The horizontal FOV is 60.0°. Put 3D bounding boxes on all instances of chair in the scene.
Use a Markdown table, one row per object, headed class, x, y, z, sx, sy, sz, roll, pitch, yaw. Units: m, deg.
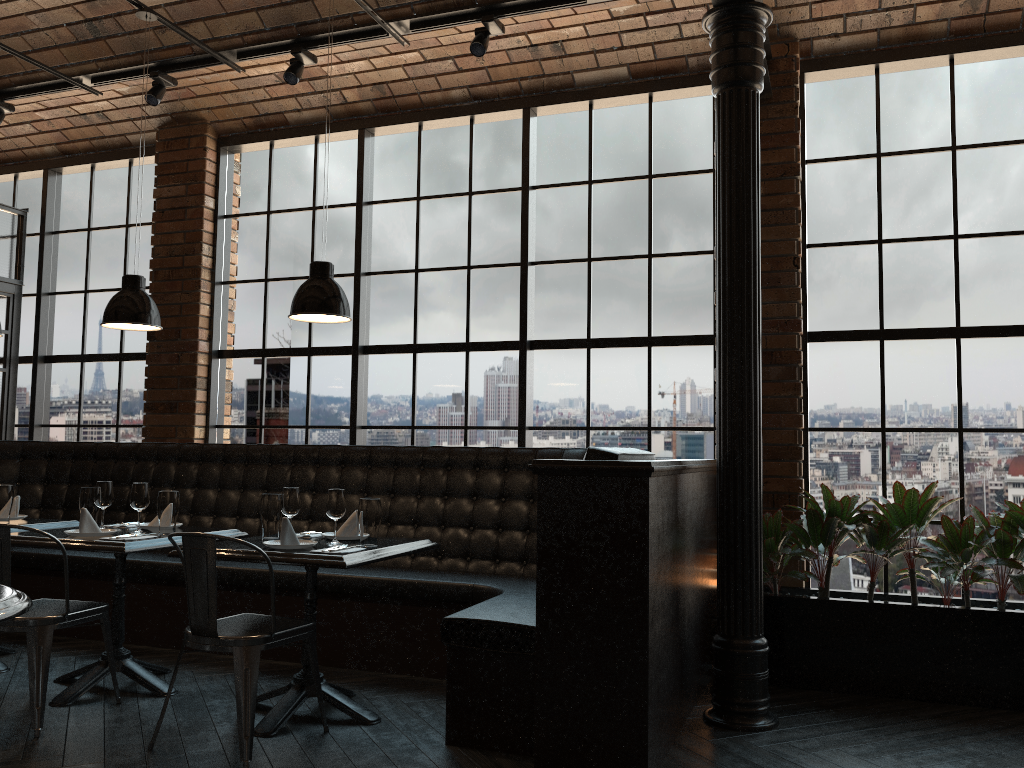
| class | x | y | z | sx | sy | sz | roll | pitch | yaw |
| --- | --- | --- | --- | --- | --- | --- | --- | --- | --- |
| chair | -2.092 | 1.024 | 3.911 | 0.504 | 0.857 | 0.558 | 0 | -5 | 15 |
| chair | -1.094 | 1.015 | 3.604 | 0.504 | 0.857 | 0.558 | -1 | -5 | 25 |

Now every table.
| class | x | y | z | sx | sy | sz | roll | pitch | yaw |
| --- | --- | --- | --- | --- | --- | --- | --- | --- | --- |
| table | -1.947 | 1.112 | 4.385 | 0.872 | 0.758 | 0.872 | -1 | -5 | 20 |
| table | -0.912 | 1.098 | 4.004 | 0.872 | 0.758 | 0.872 | -1 | -5 | 20 |
| table | -1.783 | 0.960 | 2.354 | 0.866 | 0.758 | 0.866 | 2 | -5 | -16 |
| table | -2.970 | 1.126 | 4.762 | 0.872 | 0.758 | 0.872 | -1 | -5 | 20 |

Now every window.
| class | x | y | z | sx | sy | sz | roll | pitch | yaw |
| --- | --- | --- | --- | --- | --- | --- | --- | --- | --- |
| window | -2.428 | -0.219 | 6.697 | 16.179 | 3.253 | 0.168 | -1 | -5 | 20 |

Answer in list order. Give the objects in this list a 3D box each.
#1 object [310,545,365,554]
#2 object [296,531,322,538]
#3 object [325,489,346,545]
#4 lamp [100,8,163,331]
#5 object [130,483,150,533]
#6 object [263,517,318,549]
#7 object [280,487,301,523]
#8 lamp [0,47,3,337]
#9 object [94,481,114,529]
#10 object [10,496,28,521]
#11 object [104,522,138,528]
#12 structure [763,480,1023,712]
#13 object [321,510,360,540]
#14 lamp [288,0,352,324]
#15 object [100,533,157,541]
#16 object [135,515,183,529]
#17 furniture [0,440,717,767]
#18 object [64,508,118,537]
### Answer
| class | x | y | z | sx | sy | sz | roll | pitch | yaw |
| --- | --- | --- | --- | --- | --- | --- | --- | --- | --- |
| object | -0.719 | 0.692 | 3.731 | 0.157 | 0.019 | 0.255 | -1 | -5 | 21 |
| object | -1.008 | 0.732 | 4.321 | 0.157 | 0.019 | 0.255 | -1 | -5 | 21 |
| object | -0.793 | 0.596 | 3.987 | 0.092 | 0.244 | 0.092 | 2 | -5 | -19 |
| lamp | -1.908 | -1.109 | 4.541 | 0.291 | 1.653 | 0.291 | 5 | -6 | -45 |
| object | -1.836 | 0.610 | 4.372 | 0.092 | 0.244 | 0.092 | 2 | -5 | -19 |
| object | -0.956 | 0.641 | 3.835 | 0.232 | 0.139 | 0.232 | -1 | -5 | 17 |
| object | -1.026 | 0.602 | 4.109 | 0.092 | 0.244 | 0.092 | 2 | -5 | -19 |
| lamp | -2.943 | -1.095 | 4.922 | 0.291 | 1.653 | 0.291 | 1 | -4 | -5 |
| object | -2.070 | 0.616 | 4.493 | 0.092 | 0.244 | 0.092 | 3 | -5 | -30 |
| object | -2.865 | 0.702 | 5.010 | 0.232 | 0.139 | 0.232 | 0 | -4 | 14 |
| object | -2.051 | 0.746 | 4.705 | 0.157 | 0.019 | 0.255 | -1 | -5 | 21 |
| structure | 3.099 | 1.010 | 4.135 | 4.107 | 1.072 | 0.757 | -1 | -5 | 19 |
| object | -0.797 | 0.675 | 4.248 | 0.232 | 0.139 | 0.232 | 0 | -4 | 14 |
| lamp | -0.874 | -1.124 | 4.160 | 0.291 | 1.653 | 0.291 | 3 | -5 | -25 |
| object | -1.763 | 0.705 | 4.116 | 0.157 | 0.019 | 0.255 | -1 | -5 | 21 |
| object | -1.841 | 0.689 | 4.633 | 0.232 | 0.139 | 0.232 | 0 | -4 | 14 |
| furniture | -1.710 | 0.937 | 5.031 | 5.451 | 1.212 | 1.979 | -1 | -5 | 20 |
| object | -2.000 | 0.655 | 4.219 | 0.232 | 0.139 | 0.232 | -1 | -5 | 17 |
